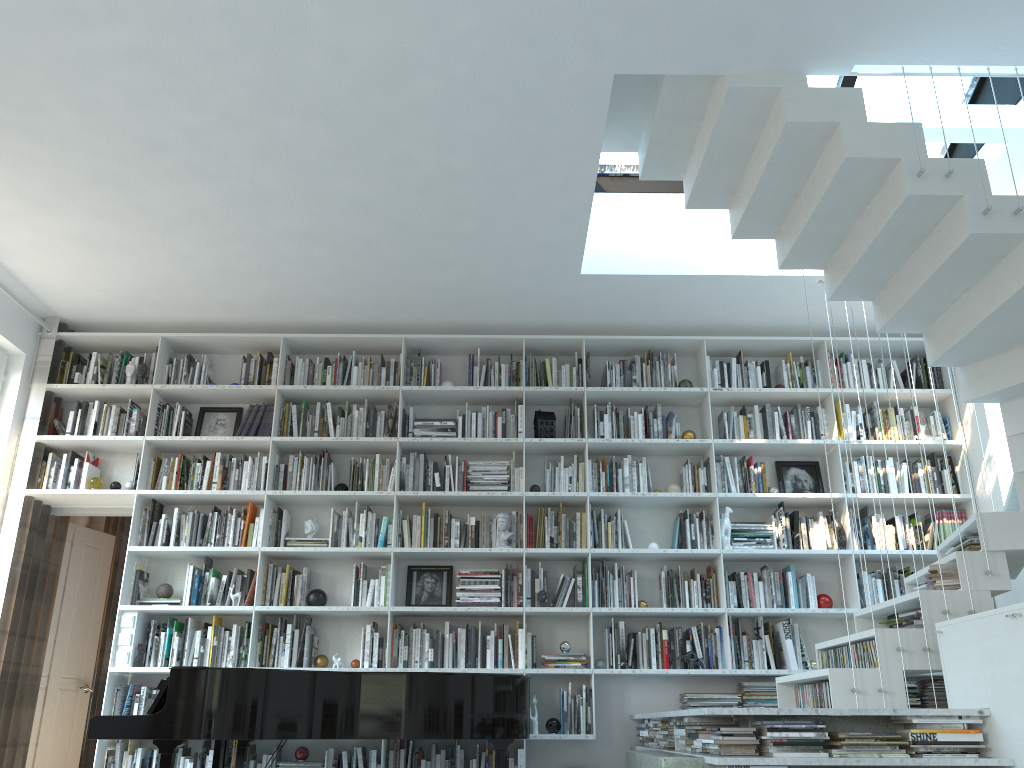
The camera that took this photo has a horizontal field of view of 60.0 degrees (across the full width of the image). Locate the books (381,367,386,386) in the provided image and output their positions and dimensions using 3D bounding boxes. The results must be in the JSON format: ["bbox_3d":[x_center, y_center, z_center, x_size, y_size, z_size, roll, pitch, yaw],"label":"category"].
[{"bbox_3d":[-0.896,-0.001,6.243,0.031,0.184,0.177,0,-21,0],"label":"books"}]

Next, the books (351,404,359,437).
[{"bbox_3d":[-1.087,0.299,6.149,0.026,0.285,0.138,0,-21,0],"label":"books"}]

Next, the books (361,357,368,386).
[{"bbox_3d":[-1.045,-0.036,6.271,0.014,0.268,0.157,0,-21,0],"label":"books"}]

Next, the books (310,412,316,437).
[{"bbox_3d":[-1.361,0.325,6.123,0.029,0.218,0.158,0,-21,0],"label":"books"}]

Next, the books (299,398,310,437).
[{"bbox_3d":[-1.435,0.277,6.132,0.012,0.313,0.172,0,-21,0],"label":"books"}]

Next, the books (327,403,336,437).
[{"bbox_3d":[-1.238,0.292,6.128,0.075,0.284,0.179,0,-21,0],"label":"books"}]

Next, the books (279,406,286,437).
[{"bbox_3d":[-1.567,0.302,6.118,0.023,0.255,0.175,0,-21,0],"label":"books"}]

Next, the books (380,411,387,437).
[{"bbox_3d":[-0.892,0.325,6.144,0.024,0.236,0.153,0,-21,0],"label":"books"}]

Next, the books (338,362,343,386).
[{"bbox_3d":[-1.202,-0.020,6.267,0.029,0.234,0.130,0,-21,0],"label":"books"}]

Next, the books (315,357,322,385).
[{"bbox_3d":[-1.364,-0.039,6.260,0.010,0.263,0.161,0,-21,0],"label":"books"}]

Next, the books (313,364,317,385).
[{"bbox_3d":[-1.377,-0.013,6.248,0.014,0.206,0.167,0,-21,0],"label":"books"}]

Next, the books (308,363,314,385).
[{"bbox_3d":[-1.398,-0.018,6.236,0.029,0.207,0.179,0,-21,0],"label":"books"}]

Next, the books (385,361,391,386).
[{"bbox_3d":[-0.868,-0.022,6.262,0.026,0.236,0.149,0,-21,0],"label":"books"}]

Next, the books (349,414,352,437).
[{"bbox_3d":[-1.105,0.331,6.123,0.010,0.207,0.174,0,-21,0],"label":"books"}]

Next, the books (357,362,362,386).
[{"bbox_3d":[-1.065,-0.021,6.264,0.026,0.235,0.135,0,-21,0],"label":"books"}]

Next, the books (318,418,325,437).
[{"bbox_3d":[-1.306,0.347,6.126,0.034,0.179,0.160,0,-21,0],"label":"books"}]

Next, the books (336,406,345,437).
[{"bbox_3d":[-1.187,0.307,6.140,0.027,0.264,0.169,0,-21,0],"label":"books"}]

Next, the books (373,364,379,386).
[{"bbox_3d":[-0.947,-0.013,6.234,0.026,0.199,0.188,0,-21,0],"label":"books"}]

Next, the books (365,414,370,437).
[{"bbox_3d":[-0.989,0.335,6.138,0.024,0.212,0.150,0,-21,0],"label":"books"}]

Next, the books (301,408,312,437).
[{"bbox_3d":[-1.414,0.311,6.121,0.031,0.241,0.182,0,-21,0],"label":"books"}]

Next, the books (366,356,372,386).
[{"bbox_3d":[-1.002,-0.041,6.253,0.014,0.265,0.193,0,-21,0],"label":"books"}]

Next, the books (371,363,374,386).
[{"bbox_3d":[-0.967,-0.015,6.238,0.013,0.206,0.178,0,-21,0],"label":"books"}]

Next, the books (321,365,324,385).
[{"bbox_3d":[-1.329,-0.010,6.268,0.012,0.215,0.151,0,-21,0],"label":"books"}]

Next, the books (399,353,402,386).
[{"bbox_3d":[-0.772,-0.049,6.262,0.026,0.287,0.176,0,-21,0],"label":"books"}]

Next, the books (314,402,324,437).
[{"bbox_3d":[-1.335,0.290,6.136,0.023,0.292,0.156,0,-21,0],"label":"books"}]

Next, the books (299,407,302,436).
[{"bbox_3d":[-1.446,0.305,6.131,0.011,0.259,0.158,0,-21,0],"label":"books"}]

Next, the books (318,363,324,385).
[{"bbox_3d":[-1.347,-0.016,6.279,0.025,0.234,0.130,0,-21,0],"label":"books"}]

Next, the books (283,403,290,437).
[{"bbox_3d":[-1.549,0.295,6.137,0.013,0.282,0.159,0,-21,0],"label":"books"}]

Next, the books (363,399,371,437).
[{"bbox_3d":[-1.006,0.280,6.136,0.011,0.312,0.184,0,-21,0],"label":"books"}]

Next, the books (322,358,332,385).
[{"bbox_3d":[-1.309,-0.034,6.277,0.028,0.267,0.152,0,-21,0],"label":"books"}]

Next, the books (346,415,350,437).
[{"bbox_3d":[-1.123,0.339,6.148,0.024,0.211,0.128,0,-21,0],"label":"books"}]

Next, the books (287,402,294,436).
[{"bbox_3d":[-1.536,0.290,6.161,0.014,0.307,0.130,0,-21,0],"label":"books"}]

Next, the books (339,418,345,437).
[{"bbox_3d":[-1.160,0.344,6.119,0.028,0.179,0.169,0,-21,0],"label":"books"}]

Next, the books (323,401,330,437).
[{"bbox_3d":[-1.283,0.287,6.157,0.013,0.314,0.135,0,-21,0],"label":"books"}]

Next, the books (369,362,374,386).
[{"bbox_3d":[-0.984,-0.021,6.253,0.021,0.227,0.161,0,-21,0],"label":"books"}]

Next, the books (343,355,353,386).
[{"bbox_3d":[-1.149,-0.044,6.257,0.052,0.271,0.173,0,-21,0],"label":"books"}]

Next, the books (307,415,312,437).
[{"bbox_3d":[-1.387,0.335,6.127,0.024,0.200,0.154,0,-21,0],"label":"books"}]

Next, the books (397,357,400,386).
[{"bbox_3d":[-0.792,-0.037,6.263,0.014,0.266,0.172,0,-21,0],"label":"books"}]

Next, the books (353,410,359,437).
[{"bbox_3d":[-1.064,0.319,6.116,0.021,0.225,0.192,0,-21,0],"label":"books"}]

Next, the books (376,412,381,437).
[{"bbox_3d":[-0.915,0.326,6.127,0.022,0.221,0.161,0,-21,0],"label":"books"}]

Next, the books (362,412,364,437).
[{"bbox_3d":[-1.019,0.323,6.131,0.013,0.230,0.142,0,-21,0],"label":"books"}]

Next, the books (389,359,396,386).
[{"bbox_3d":[-0.840,-0.030,6.274,0.029,0.260,0.152,0,-21,0],"label":"books"}]

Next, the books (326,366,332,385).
[{"bbox_3d":[-1.280,-0.006,6.257,0.030,0.200,0.152,0,-21,0],"label":"books"}]

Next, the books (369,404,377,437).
[{"bbox_3d":[-0.966,0.300,6.154,0.022,0.289,0.147,0,-21,0],"label":"books"}]

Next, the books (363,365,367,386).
[{"bbox_3d":[-1.024,-0.007,6.270,0.029,0.212,0.142,0,-21,0],"label":"books"}]

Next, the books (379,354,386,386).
[{"bbox_3d":[-0.917,-0.046,6.266,0.013,0.284,0.160,0,-21,0],"label":"books"}]

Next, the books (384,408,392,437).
[{"bbox_3d":[-0.852,0.305,6.131,0.055,0.262,0.167,0,-21,0],"label":"books"}]

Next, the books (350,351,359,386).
[{"bbox_3d":[-1.116,-0.059,6.277,0.014,0.314,0.166,0,-21,0],"label":"books"}]

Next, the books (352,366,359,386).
[{"bbox_3d":[-1.094,-0.003,6.248,0.031,0.189,0.182,0,-21,0],"label":"books"}]

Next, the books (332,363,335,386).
[{"bbox_3d":[-1.245,-0.017,6.249,0.011,0.215,0.160,0,-21,0],"label":"books"}]

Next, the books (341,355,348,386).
[{"bbox_3d":[-1.181,-0.045,6.260,0.013,0.275,0.165,0,-21,0],"label":"books"}]

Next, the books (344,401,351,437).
[{"bbox_3d":[-1.140,0.285,6.141,0.012,0.306,0.145,0,-21,0],"label":"books"}]

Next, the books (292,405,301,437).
[{"bbox_3d":[-1.485,0.301,6.140,0.067,0.273,0.168,0,-21,0],"label":"books"}]

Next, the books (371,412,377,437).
[{"bbox_3d":[-0.940,0.326,6.123,0.030,0.217,0.183,0,-21,0],"label":"books"}]

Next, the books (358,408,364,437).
[{"bbox_3d":[-1.039,0.310,6.140,0.028,0.260,0.136,0,-21,0],"label":"books"}]

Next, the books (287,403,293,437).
[{"bbox_3d":[-1.524,0.292,6.136,0.010,0.286,0.149,0,-21,0],"label":"books"}]

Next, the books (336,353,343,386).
[{"bbox_3d":[-1.221,-0.054,6.266,0.010,0.297,0.151,0,-21,0],"label":"books"}]

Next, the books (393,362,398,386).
[{"bbox_3d":[-0.812,-0.021,6.248,0.026,0.224,0.173,0,-21,0],"label":"books"}]

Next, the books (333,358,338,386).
[{"bbox_3d":[-1.233,-0.033,6.256,0.013,0.250,0.184,0,-21,0],"label":"books"}]

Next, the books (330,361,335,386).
[{"bbox_3d":[-1.258,-0.023,6.259,0.013,0.233,0.155,0,-21,0],"label":"books"}]
